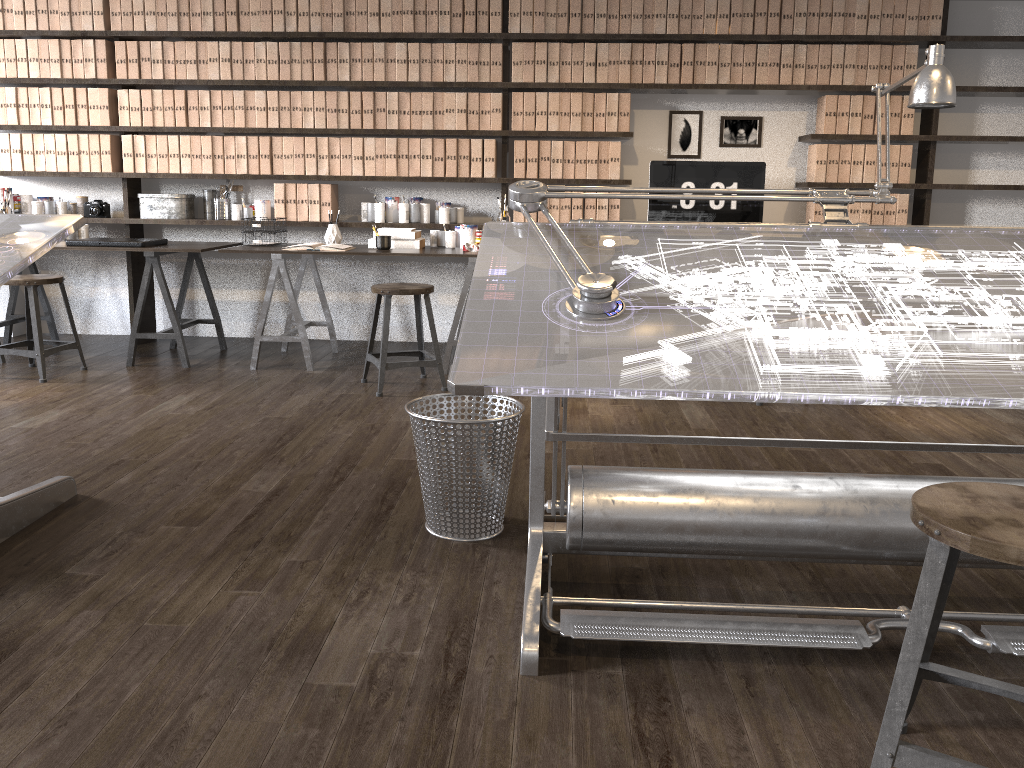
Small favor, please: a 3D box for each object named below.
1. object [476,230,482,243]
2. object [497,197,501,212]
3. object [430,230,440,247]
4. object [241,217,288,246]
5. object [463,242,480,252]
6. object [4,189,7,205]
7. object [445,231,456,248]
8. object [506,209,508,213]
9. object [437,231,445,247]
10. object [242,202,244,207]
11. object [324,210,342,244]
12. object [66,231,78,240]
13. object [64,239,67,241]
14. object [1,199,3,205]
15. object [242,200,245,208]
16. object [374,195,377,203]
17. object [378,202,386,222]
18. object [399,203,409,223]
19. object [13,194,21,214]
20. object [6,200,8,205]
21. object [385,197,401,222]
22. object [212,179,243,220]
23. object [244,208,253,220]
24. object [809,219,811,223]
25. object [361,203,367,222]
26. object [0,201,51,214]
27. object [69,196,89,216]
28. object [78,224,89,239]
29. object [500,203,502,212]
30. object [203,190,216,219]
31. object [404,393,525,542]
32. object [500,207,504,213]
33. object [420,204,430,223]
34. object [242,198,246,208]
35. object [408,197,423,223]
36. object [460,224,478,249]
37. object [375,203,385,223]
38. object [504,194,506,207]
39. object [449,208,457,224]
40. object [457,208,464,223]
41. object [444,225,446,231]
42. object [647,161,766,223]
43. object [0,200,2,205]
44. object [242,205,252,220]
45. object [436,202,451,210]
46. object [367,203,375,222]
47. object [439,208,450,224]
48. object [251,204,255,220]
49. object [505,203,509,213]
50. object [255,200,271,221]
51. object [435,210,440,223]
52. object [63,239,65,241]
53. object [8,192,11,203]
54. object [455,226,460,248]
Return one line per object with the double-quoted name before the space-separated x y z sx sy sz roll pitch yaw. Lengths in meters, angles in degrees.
"object" -0.185 -0.830 5.096 0.049 0.111 0.049 2 10 6
"object" -0.062 -0.971 5.106 0.055 0.212 0.007 2 10 9
"object" -0.455 -0.863 5.253 0.062 0.093 0.062 11 14 43
"object" -1.441 -0.888 5.166 0.203 0.159 0.287 1 12 3
"object" -0.175 -0.767 4.953 0.197 0.050 0.133 -5 13 -26
"object" -2.999 -1.043 5.241 0.055 0.212 0.007 8 12 38
"object" -0.359 -0.841 5.157 0.062 0.093 0.062 -7 13 -37
"object" -0.037 -0.940 5.110 0.005 0.146 0.033 -8 13 -43
"object" -0.411 -0.852 5.203 0.063 0.092 0.063 11 14 43
"object" -1.626 -1.056 5.395 0.035 0.102 0.004 1 10 -2
"object" -1.064 -0.929 5.266 0.102 0.207 0.102 -8 14 -41
"object" -2.641 -0.908 5.312 0.063 0.092 0.063 -7 13 -37
"object" -2.695 -0.914 5.333 0.045 0.100 0.045 1 10 3
"object" -3.009 -1.019 5.246 0.005 0.152 0.037 1 10 -1
"object" -1.633 -1.064 5.410 0.028 0.126 0.004 1 10 1
"object" -0.827 -1.080 5.447 0.041 0.167 0.009 2 10 6
"object" -0.793 -1.043 5.395 0.045 0.126 0.045 1 10 3
"object" -0.651 -1.026 5.330 0.062 0.118 0.062 -5 12 -28
"object" -3.101 -1.120 5.537 0.050 0.138 0.051 1 10 0
"object" -2.996 -1.018 5.262 0.005 0.151 0.044 -4 11 -27
"object" -0.729 -1.064 5.420 0.095 0.160 0.095 1 10 -1
"object" -1.757 -1.150 5.462 0.181 0.269 0.158 -2 11 -13
"object" -1.596 -1.056 5.470 0.062 0.092 0.182 4 12 16
"object" 1.712 -0.845 5.089 0.007 0.203 0.046 -2 10 -16
"object" -0.892 -1.052 5.429 0.062 0.118 0.062 10 14 43
"object" -2.948 -1.037 5.381 0.077 0.145 0.347 6 13 25
"object" -2.681 -1.085 5.505 0.107 0.160 0.237 -6 13 -31
"object" -2.592 -0.918 5.357 0.062 0.093 0.062 -7 13 -37
"object" -0.054 -0.963 5.120 0.006 0.180 0.053 -8 13 -43
"object" -1.895 -1.124 5.554 0.079 0.186 0.079 -2 11 -18
"object" -0.141 0.248 2.641 0.353 0.374 0.355 6 12 24
"object" -0.054 -0.944 5.102 0.038 0.152 0.008 -7 12 -37
"object" -0.529 -1.038 5.393 0.062 0.118 0.062 -5 12 -28
"object" -1.628 -1.072 5.413 0.041 0.124 0.008 -1 10 -8
"object" -0.599 -1.063 5.425 0.094 0.160 0.207 2 11 4
"object" -0.249 -0.854 5.135 0.105 0.140 0.105 3 11 10
"object" -0.796 -1.029 5.334 0.062 0.118 0.062 -7 13 -37
"object" -0.043 -0.981 5.118 0.007 0.226 0.020 7 12 33
"object" -0.362 -1.019 5.362 0.063 0.094 0.063 8 13 34
"object" -0.324 -1.031 5.421 0.062 0.095 0.062 8 13 34
"object" -0.387 -0.886 5.268 0.036 0.117 0.005 2 10 8
"object" 1.096 -1.003 5.044 0.643 0.513 0.206 1 10 3
"object" -3.014 -1.034 5.254 0.071 0.185 0.008 1 10 4
"object" -1.638 -1.064 5.488 0.063 0.092 0.063 -6 13 -34
"object" -0.423 -1.057 5.470 0.094 0.128 0.095 -1 11 -10
"object" -0.848 -1.040 5.380 0.063 0.117 0.063 10 14 43
"object" -0.405 -1.008 5.311 0.062 0.095 0.062 8 13 34
"object" -1.585 -1.058 5.464 0.045 0.100 0.044 2 10 5
"object" -0.044 -0.958 5.104 0.008 0.184 0.072 -8 14 -44
"object" -1.526 -1.062 5.425 0.095 0.127 0.095 3 11 9
"object" -0.443 -1.016 5.390 0.054 0.080 0.055 0 11 -7
"object" -2.698 -0.900 5.271 0.062 0.093 0.062 10 14 42
"object" -2.994 -1.041 5.256 0.055 0.191 0.006 1 10 2
"object" -0.292 -0.872 5.244 0.095 0.127 0.095 1 11 -1
